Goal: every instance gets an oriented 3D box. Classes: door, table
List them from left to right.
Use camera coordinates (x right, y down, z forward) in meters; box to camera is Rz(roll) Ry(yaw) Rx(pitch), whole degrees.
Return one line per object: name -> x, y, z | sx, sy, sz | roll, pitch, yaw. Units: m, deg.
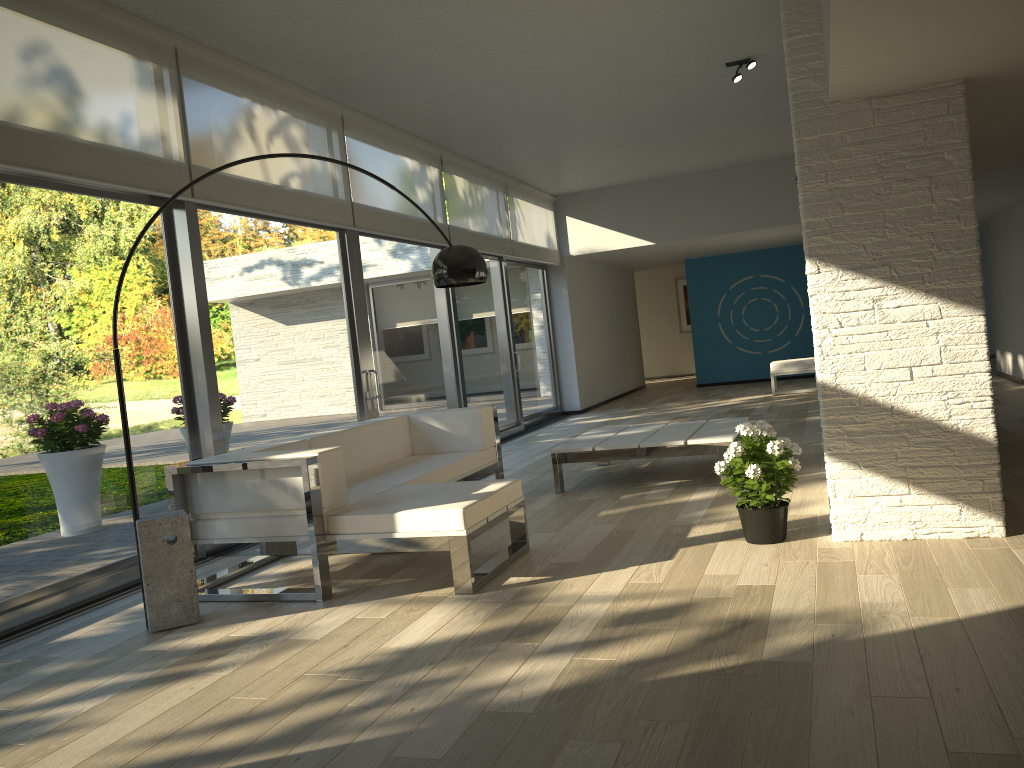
door -> 0.260, -0.363, 8.402 | 19.432, 2.373, 22.966 | -5, 3, 20
table -> 1.056, 0.503, 6.446 | 1.220, 0.305, 1.221 | -5, 2, 20

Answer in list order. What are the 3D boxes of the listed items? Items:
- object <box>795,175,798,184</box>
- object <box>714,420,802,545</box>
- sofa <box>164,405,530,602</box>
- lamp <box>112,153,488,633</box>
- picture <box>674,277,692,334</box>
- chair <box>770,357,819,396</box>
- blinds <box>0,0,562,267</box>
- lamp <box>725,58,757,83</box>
object -> 3.086, -2.127, 9.143 | 0.315, 0.203, 0.201 | -5, 2, 20
object -> 1.176, 0.457, 4.180 | 0.404, 0.571, 0.431 | -5, 3, 42
sofa -> -0.553, 0.561, 5.084 | 1.545, 0.654, 2.406 | -5, 2, 20
lamp -> -0.865, -0.061, 4.097 | 1.755, 2.023, 0.282 | -7, 2, -28
picture -> 4.189, -1.728, 18.818 | 1.377, 1.190, 0.017 | -5, 2, 20
chair -> 3.888, -0.110, 12.168 | 0.611, 0.442, 0.611 | -5, 2, 20
blinds -> -1.285, -1.683, 6.896 | 0.056, 0.983, 11.538 | -6, 2, 20
lamp -> 1.788, -2.437, 6.896 | 0.234, 0.153, 0.135 | -5, 2, 20
